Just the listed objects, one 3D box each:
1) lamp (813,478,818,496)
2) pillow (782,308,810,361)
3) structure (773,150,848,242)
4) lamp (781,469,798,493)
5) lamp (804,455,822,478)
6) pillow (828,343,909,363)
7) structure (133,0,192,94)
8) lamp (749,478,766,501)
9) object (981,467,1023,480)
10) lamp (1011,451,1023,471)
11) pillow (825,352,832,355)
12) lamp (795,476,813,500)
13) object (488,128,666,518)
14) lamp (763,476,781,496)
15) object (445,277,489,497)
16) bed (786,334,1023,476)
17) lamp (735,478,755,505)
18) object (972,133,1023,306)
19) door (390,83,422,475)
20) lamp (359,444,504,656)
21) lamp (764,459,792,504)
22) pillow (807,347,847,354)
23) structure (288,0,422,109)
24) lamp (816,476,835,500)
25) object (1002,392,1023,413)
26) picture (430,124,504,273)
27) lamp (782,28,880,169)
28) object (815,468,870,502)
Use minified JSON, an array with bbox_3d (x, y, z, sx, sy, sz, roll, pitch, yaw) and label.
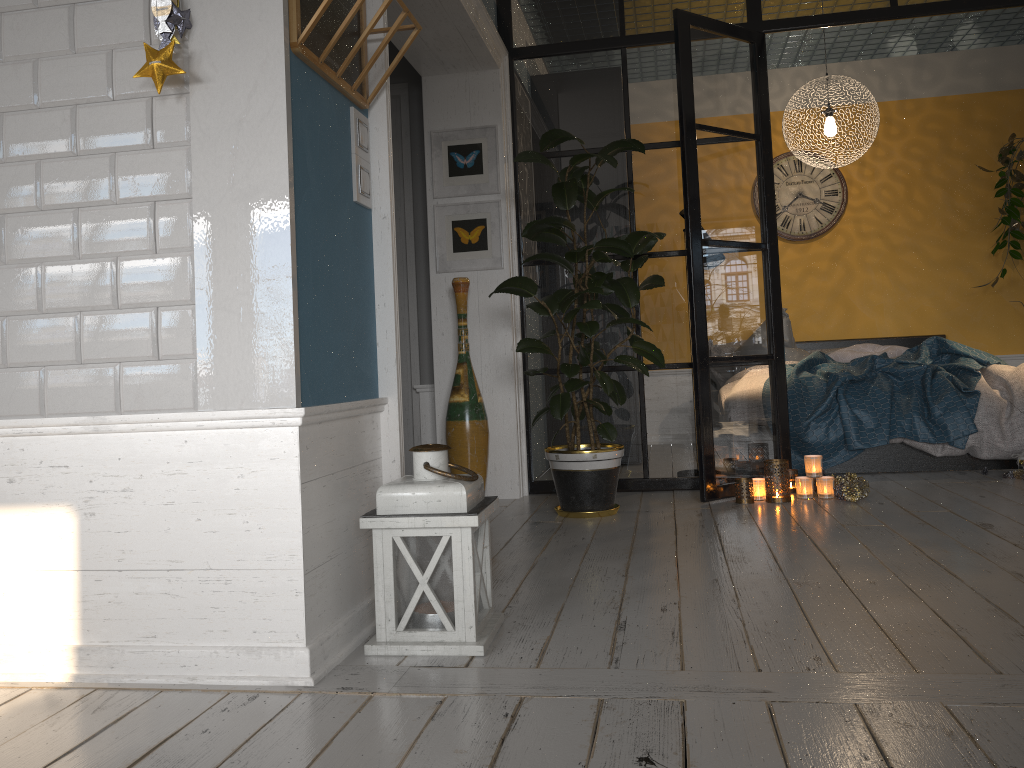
[{"bbox_3d":[1.427,0.485,4.167,0.069,0.080,0.069,-3,-1,18],"label":"lamp"},{"bbox_3d":[1.808,-0.238,6.295,0.782,0.601,0.498,-3,-1,16],"label":"pillow"},{"bbox_3d":[2.280,-1.493,7.010,0.726,0.727,0.070,-3,-3,10],"label":"structure"},{"bbox_3d":[1.356,0.472,4.312,0.081,0.107,0.080,-3,-2,10],"label":"lamp"},{"bbox_3d":[1.388,0.380,4.070,0.081,0.099,0.080,-1,-2,-40],"label":"lamp"},{"bbox_3d":[2.503,-0.172,6.173,0.593,0.228,0.483,-3,0,-31],"label":"pillow"},{"bbox_3d":[-0.783,-0.863,1.981,0.134,0.449,0.078,-3,-3,-2],"label":"structure"},{"bbox_3d":[1.139,0.490,4.097,0.081,0.099,0.080,-1,-2,-40],"label":"lamp"},{"bbox_3d":[2.496,0.451,4.447,0.087,0.054,0.325,-3,1,-26],"label":"object"},{"bbox_3d":[2.587,0.405,4.436,0.108,0.131,0.095,-2,-2,-20],"label":"lamp"},{"bbox_3d":[2.309,-0.100,6.424,0.621,0.267,0.475,-2,0,31],"label":"pillow"},{"bbox_3d":[1.349,0.480,4.078,0.081,0.099,0.080,-1,-2,-40],"label":"lamp"},{"bbox_3d":[1.895,-0.389,3.873,3.893,1.800,1.009,-3,-2,9],"label":"object"},{"bbox_3d":[1.219,0.485,4.143,0.081,0.099,0.080,-1,-2,-40],"label":"lamp"},{"bbox_3d":[-0.230,0.035,4.369,0.215,1.127,0.215,-3,-3,4],"label":"object"},{"bbox_3d":[2.307,0.069,5.759,1.896,0.772,2.320,-3,1,10],"label":"bed"},{"bbox_3d":[1.063,0.490,4.047,0.084,0.111,0.084,-2,-2,-14],"label":"lamp"},{"bbox_3d":[3.903,-0.734,6.274,1.344,2.211,1.246,-3,-2,-3],"label":"object"},{"bbox_3d":[-1.014,-0.534,5.120,1.036,2.313,0.177,-3,-3,10],"label":"door"},{"bbox_3d":[-0.194,0.390,2.210,0.286,0.479,0.286,-3,-2,9],"label":"lamp"},{"bbox_3d":[1.211,0.442,4.038,0.115,0.187,0.114,-3,-2,9],"label":"lamp"},{"bbox_3d":[2.603,-0.131,6.562,0.775,0.297,0.526,-3,0,10],"label":"pillow"},{"bbox_3d":[-0.391,-1.156,2.259,0.185,0.778,0.494,-3,-2,10],"label":"structure"},{"bbox_3d":[1.438,0.477,4.056,0.081,0.099,0.080,-1,-2,-40],"label":"lamp"},{"bbox_3d":[2.744,0.202,4.411,0.278,0.523,0.436,-1,-2,-40],"label":"object"},{"bbox_3d":[-0.402,-0.940,3.663,0.358,0.754,1.943,-3,0,10],"label":"picture"},{"bbox_3d":[2.121,-1.993,5.943,0.617,1.099,0.614,-1,-3,-39],"label":"lamp"},{"bbox_3d":[1.544,0.467,4.241,0.192,0.118,0.716,-3,1,-1],"label":"object"}]
